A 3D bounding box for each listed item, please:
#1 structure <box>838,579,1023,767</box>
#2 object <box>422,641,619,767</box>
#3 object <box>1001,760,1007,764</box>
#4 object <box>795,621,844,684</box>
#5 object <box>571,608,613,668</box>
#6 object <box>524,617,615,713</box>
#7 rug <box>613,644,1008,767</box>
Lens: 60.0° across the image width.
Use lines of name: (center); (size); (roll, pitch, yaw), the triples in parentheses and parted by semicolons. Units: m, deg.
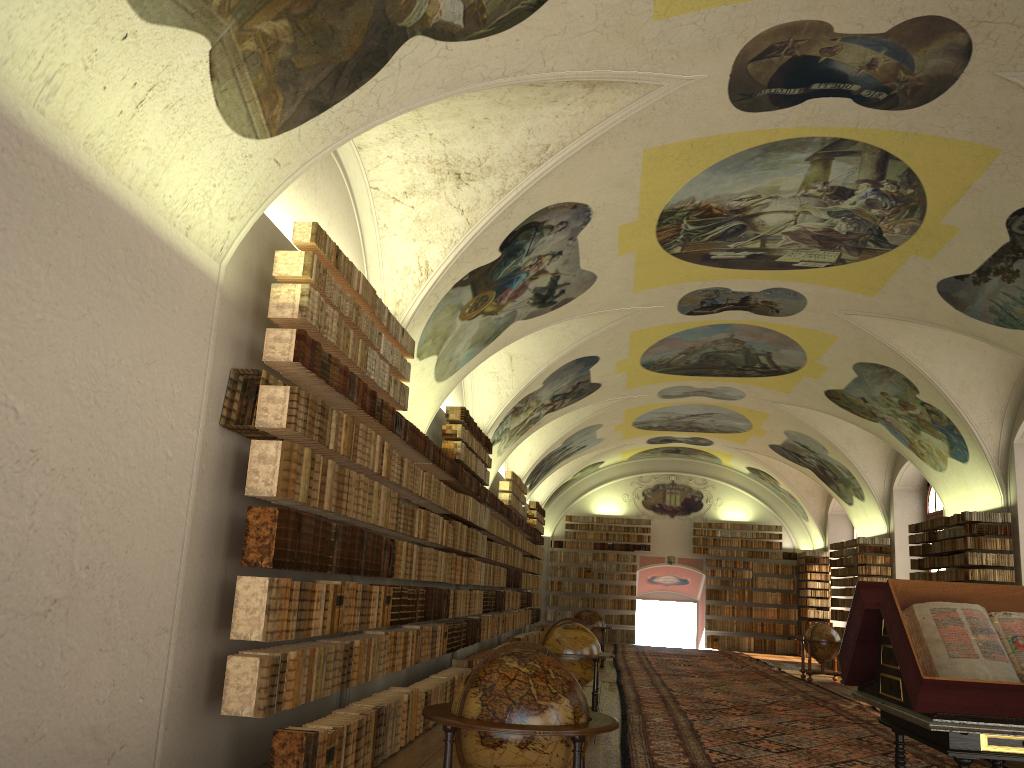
structure: (2.945, 2.278, 5.599); (1.245, 1.973, 1.899); (2, -13, 7)
object: (0.040, 2.409, 5.726); (1.281, 1.443, 1.282); (11, -14, -30)
object: (6.568, 4.142, 11.545); (1.281, 1.443, 1.282); (11, -14, -30)
object: (7.757, 6.681, 22.161); (1.282, 1.443, 1.281); (14, -16, -39)
object: (1.952, 6.508, 22.864); (1.282, 1.443, 1.281); (14, -16, -39)
object: (0.769, 3.966, 12.235); (1.281, 1.443, 1.282); (-9, -17, 43)
rug: (4.127, 5.516, 15.080); (4.703, 0.064, 37.062); (2, -13, 7)
